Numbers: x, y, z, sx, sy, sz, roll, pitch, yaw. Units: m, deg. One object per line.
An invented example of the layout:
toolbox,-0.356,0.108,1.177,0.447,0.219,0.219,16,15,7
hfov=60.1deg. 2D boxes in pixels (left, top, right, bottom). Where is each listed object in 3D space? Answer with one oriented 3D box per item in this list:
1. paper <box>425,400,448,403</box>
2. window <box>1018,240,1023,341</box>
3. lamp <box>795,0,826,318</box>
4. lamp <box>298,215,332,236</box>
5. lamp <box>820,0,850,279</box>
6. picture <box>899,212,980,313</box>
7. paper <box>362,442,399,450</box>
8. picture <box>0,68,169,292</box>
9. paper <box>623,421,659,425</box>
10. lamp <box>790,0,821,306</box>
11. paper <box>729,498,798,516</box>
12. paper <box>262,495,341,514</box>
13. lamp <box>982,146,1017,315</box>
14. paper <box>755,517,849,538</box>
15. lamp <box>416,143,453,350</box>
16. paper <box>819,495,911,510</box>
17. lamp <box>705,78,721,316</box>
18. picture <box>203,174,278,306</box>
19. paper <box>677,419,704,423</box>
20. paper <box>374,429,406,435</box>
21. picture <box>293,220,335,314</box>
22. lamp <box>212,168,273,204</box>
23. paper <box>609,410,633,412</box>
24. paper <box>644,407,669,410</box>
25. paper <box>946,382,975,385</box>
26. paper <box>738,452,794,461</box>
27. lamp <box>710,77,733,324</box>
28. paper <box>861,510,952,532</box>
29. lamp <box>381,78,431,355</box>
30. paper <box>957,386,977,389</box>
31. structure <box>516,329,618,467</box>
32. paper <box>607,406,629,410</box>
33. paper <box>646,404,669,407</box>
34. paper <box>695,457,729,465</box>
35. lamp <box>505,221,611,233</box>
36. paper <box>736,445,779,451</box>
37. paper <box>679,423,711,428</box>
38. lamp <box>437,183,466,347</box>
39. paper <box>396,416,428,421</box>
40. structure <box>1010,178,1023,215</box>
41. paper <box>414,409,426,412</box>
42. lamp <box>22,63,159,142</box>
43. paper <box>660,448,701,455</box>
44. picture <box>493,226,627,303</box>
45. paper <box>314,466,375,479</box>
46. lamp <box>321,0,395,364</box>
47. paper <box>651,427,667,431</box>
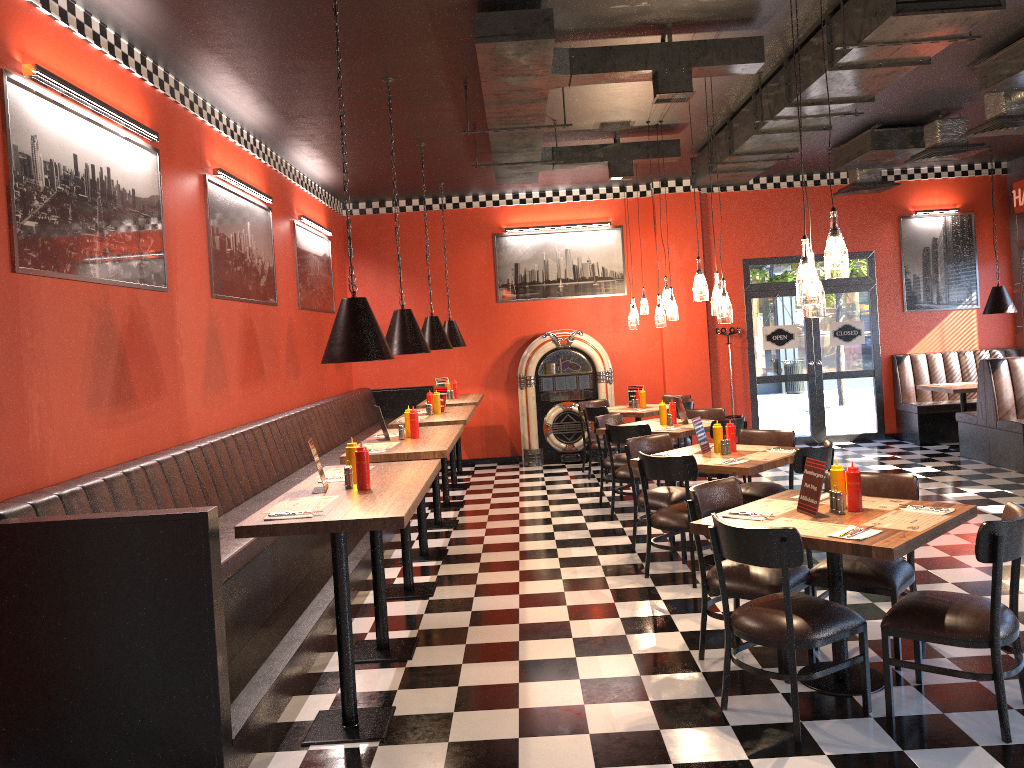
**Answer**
paper,-0.889,0.207,10.492,0.261,0.001,0.366,-3,3,3
window,6.865,-1.008,10.830,0.127,1.713,2.029,-4,2,1
lamp,1.378,-1.297,4.202,0.108,1.965,0.108,-4,1,-43
lamp,-2.268,-1.822,10.231,0.081,0.056,1.446,-4,3,1
lamp,1.425,-1.463,4.035,0.108,1.965,0.108,-4,0,-8
picture,5.800,-1.651,12.022,1.023,1.301,0.016,-4,0,1
paper,-0.943,0.434,6.214,0.261,0.001,0.366,-3,3,3
picture,-2.312,-1.027,4.954,0.023,0.939,1.772,-4,2,1
paper,1.257,0.392,8.733,0.261,0.001,0.366,-1,4,44
lamp,1.315,-1.346,4.094,0.108,1.965,0.108,-4,0,-12
paper,1.292,0.615,4.434,0.366,0.001,0.261,-6,4,-44
paper,-0.955,0.548,4.045,0.261,0.001,0.366,-3,3,3
lamp,5.902,-1.882,10.825,0.382,2.043,0.381,-4,1,-41
paper,1.301,0.640,3.956,0.261,0.001,0.365,-6,4,-42
lamp,-0.835,-1.356,8.762,0.381,2.043,0.382,-3,1,42
paper,1.756,0.588,4.407,0.365,0.001,0.261,-1,4,45
lamp,1.442,-1.476,6.415,0.108,1.965,0.108,-3,1,43
picture,-2.290,-1.167,7.595,0.023,0.939,1.772,-4,2,1
paper,1.721,0.365,8.715,0.365,0.001,0.261,-1,4,44
paper,-0.958,0.384,7.181,0.261,0.001,0.366,-3,3,3
picture,-2.267,-1.306,10.237,0.023,0.939,1.772,-4,2,1
lamp,-2.291,-1.682,7.586,0.081,0.056,1.446,-4,3,1
paper,1.250,0.312,10.269,0.261,0.001,0.365,-7,4,-45
paper,1.697,0.284,10.281,0.261,0.001,0.366,-1,4,44
paper,5.626,-0.005,11.151,0.365,0.001,0.261,-4,3,1
paper,1.739,0.499,6.117,0.261,0.001,0.366,-1,4,43
lamp,1.458,-1.411,6.293,0.108,1.965,0.108,-3,0,12
paper,1.764,0.611,3.960,0.366,0.001,0.261,-6,4,-44
lamp,-0.854,-1.240,6.571,0.381,2.043,0.382,-3,1,42
paper,5.517,0.035,10.522,0.365,0.001,0.261,-4,3,-2
structure,0.722,0.157,11.808,1.294,1.767,0.500,-4,1,1
paper,1.242,0.289,10.732,0.366,0.001,0.261,-6,4,-42
paper,1.719,0.258,10.746,0.365,0.001,0.261,-1,4,45
paper,1.293,0.528,6.097,0.365,0.001,0.261,-1,4,44
lamp,0.623,-2.131,12.031,1.444,0.056,0.081,-4,2,1
paper,1.753,0.474,6.583,0.365,0.001,0.261,-1,4,44
paper,1.737,0.387,8.268,0.261,0.001,0.366,-1,4,45
lamp,-0.816,-1.475,11.004,0.381,2.043,0.382,-3,1,42
paper,-0.938,0.322,8.357,0.261,0.001,0.366,-3,3,3
structure,6.619,-2.160,6.125,0.120,0.438,11.275,-4,3,1
paper,-0.933,0.273,9.277,0.261,0.001,0.366,-3,3,3
lamp,-2.313,-1.544,4.966,0.081,0.056,1.446,-4,3,1
paper,1.276,0.505,6.561,0.366,0.001,0.261,-6,4,-43
picture,0.655,-1.624,12.063,1.769,0.939,0.023,-4,0,1
paper,-0.939,0.497,5.005,0.261,0.001,0.366,-3,3,3
lamp,-0.870,-1.138,4.634,0.381,2.043,0.382,-3,1,42
paper,1.275,0.416,8.256,0.261,0.001,0.365,-6,4,-43
